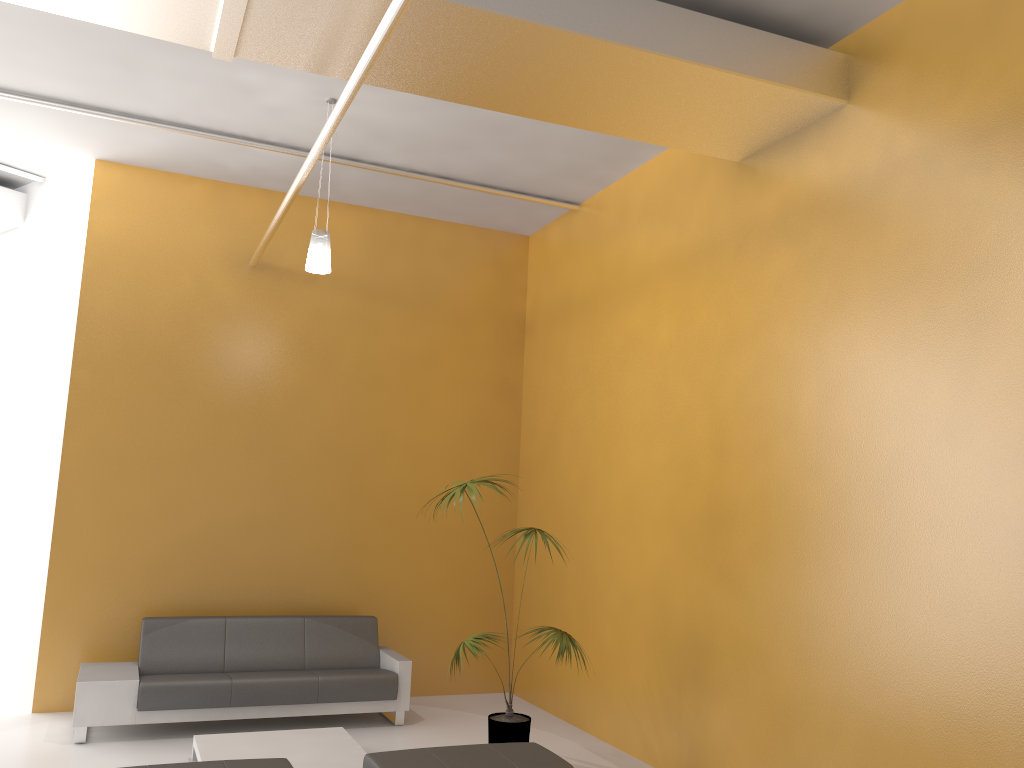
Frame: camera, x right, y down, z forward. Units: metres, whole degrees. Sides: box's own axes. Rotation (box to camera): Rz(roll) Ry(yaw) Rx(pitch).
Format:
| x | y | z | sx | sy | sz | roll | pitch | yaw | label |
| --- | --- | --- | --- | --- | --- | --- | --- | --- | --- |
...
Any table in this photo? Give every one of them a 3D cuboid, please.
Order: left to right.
| x | y | z | sx | sy | sz | roll | pitch | yaw | label |
| --- | --- | --- | --- | --- | --- | --- | --- | --- | --- |
| -1.461 | 2.401 | 5.623 | 1.000 | 0.150 | 1.000 | 6 | -9 | -23 | table |

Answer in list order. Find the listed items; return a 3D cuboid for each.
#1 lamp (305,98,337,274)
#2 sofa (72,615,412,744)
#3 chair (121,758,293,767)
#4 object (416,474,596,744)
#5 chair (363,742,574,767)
| x | y | z | sx | sy | sz | roll | pitch | yaw | label |
| --- | --- | --- | --- | --- | --- | --- | --- | --- | --- |
| -1.291 | -1.376 | 6.113 | 0.174 | 1.227 | 0.174 | 0 | -8 | 18 | lamp |
| -2.048 | 2.246 | 6.906 | 2.400 | 0.761 | 0.860 | 6 | -9 | -23 | sofa |
| -1.535 | 2.053 | 4.154 | 1.012 | 0.423 | 0.575 | 6 | -9 | -23 | chair |
| -0.070 | 1.582 | 5.849 | 1.222 | 1.956 | 0.912 | 0 | -8 | 17 | object |
| -0.236 | 2.186 | 4.683 | 1.012 | 0.423 | 0.575 | 6 | -9 | -23 | chair |
